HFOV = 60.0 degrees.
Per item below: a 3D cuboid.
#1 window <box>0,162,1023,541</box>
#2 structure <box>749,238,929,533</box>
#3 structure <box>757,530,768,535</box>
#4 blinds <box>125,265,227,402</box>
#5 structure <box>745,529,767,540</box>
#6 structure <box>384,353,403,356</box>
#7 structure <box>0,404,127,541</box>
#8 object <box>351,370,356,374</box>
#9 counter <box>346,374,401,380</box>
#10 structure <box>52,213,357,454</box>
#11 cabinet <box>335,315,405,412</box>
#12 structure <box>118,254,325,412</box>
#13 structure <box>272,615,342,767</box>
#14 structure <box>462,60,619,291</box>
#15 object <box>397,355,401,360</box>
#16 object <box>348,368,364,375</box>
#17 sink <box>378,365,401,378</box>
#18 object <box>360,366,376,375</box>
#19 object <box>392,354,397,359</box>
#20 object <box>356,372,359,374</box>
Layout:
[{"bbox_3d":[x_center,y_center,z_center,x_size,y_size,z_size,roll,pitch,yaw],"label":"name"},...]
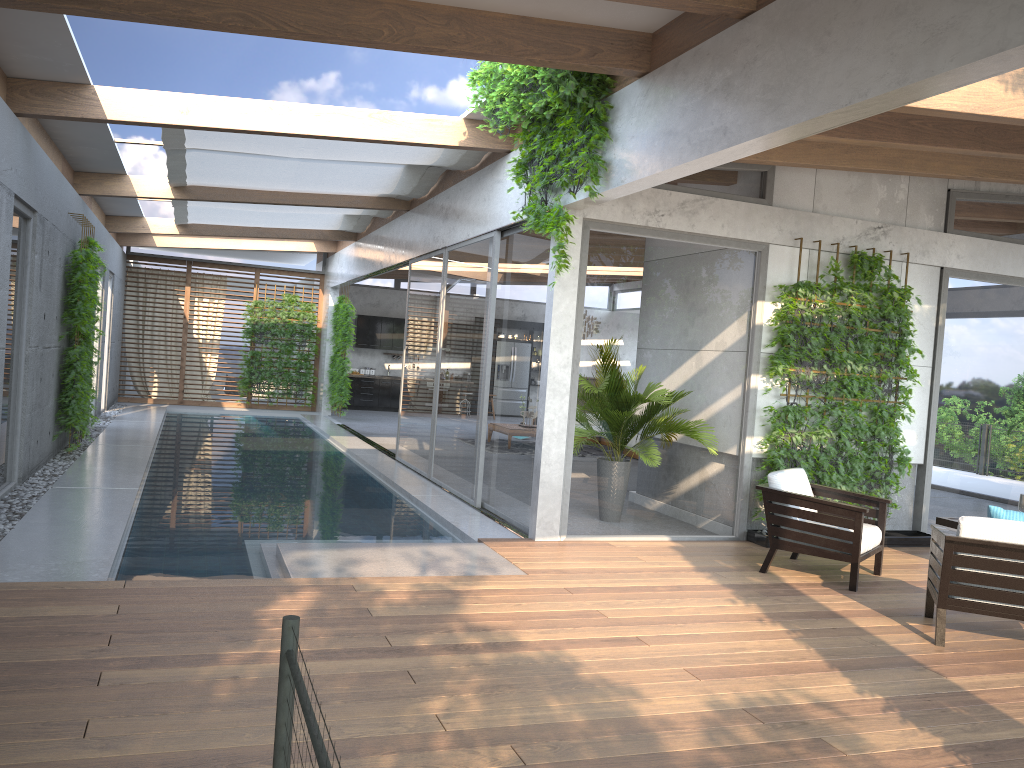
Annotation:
[{"bbox_3d":[0.394,-0.781,15.521,14.294,3.764,23.280,4,2,-20],"label":"window"},{"bbox_3d":[3.025,0.073,8.074,1.851,2.669,0.500,4,2,-19],"label":"structure"},{"bbox_3d":[2.602,1.340,7.933,0.928,0.044,0.231,4,2,-20],"label":"structure"},{"bbox_3d":[-7.300,-1.032,19.221,2.087,2.898,0.692,4,2,-16],"label":"blinds"},{"bbox_3d":[2.642,1.141,9.299,2.012,0.595,2.203,4,2,-20],"label":"structure"},{"bbox_3d":[-2.742,-0.726,22.167,0.932,0.046,0.081,4,2,-20],"label":"structure"},{"bbox_3d":[-5.561,0.769,11.220,0.477,0.068,13.673,4,2,-20],"label":"structure"},{"bbox_3d":[-3.812,-0.289,21.365,0.090,0.087,0.086,3,2,-43],"label":"object"},{"bbox_3d":[-2.821,-0.141,21.900,3.805,0.061,0.607,4,2,-20],"label":"counter"},{"bbox_3d":[-4.354,-0.648,14.791,2.739,2.687,10.282,4,2,-3],"label":"structure"},{"bbox_3d":[-1.817,-0.509,22.267,5.901,2.502,0.709,4,2,-21],"label":"cabinet"},{"bbox_3d":[-6.331,-1.047,19.195,4.313,3.079,0.085,4,2,-20],"label":"structure"},{"bbox_3d":[6.814,1.433,8.811,15.587,3.022,31.708,5,2,21],"label":"structure"},{"bbox_3d":[0.164,-1.741,6.937,0.918,2.054,1.822,4,2,-23],"label":"structure"},{"bbox_3d":[-2.821,-0.669,22.118,0.117,0.139,0.093,4,2,-3],"label":"object"},{"bbox_3d":[-3.843,-0.304,21.540,0.381,0.134,0.590,3,2,-32],"label":"object"},{"bbox_3d":[-3.004,-0.214,21.831,0.526,0.514,0.514,4,2,-20],"label":"sink"},{"bbox_3d":[-3.563,-0.325,21.844,0.405,0.200,0.147,4,2,-19],"label":"object"},{"bbox_3d":[-2.926,-0.676,22.088,0.117,0.139,0.093,4,2,-18],"label":"object"},{"bbox_3d":[-3.745,-0.272,21.414,0.072,0.057,0.083,3,2,-44],"label":"object"}]
